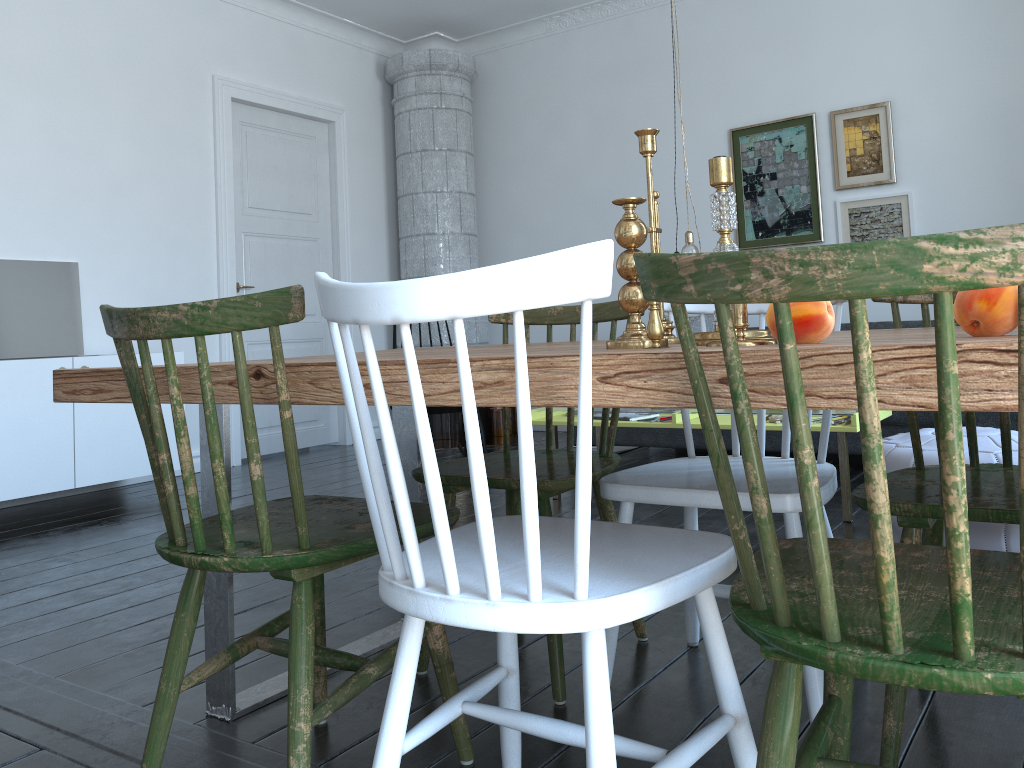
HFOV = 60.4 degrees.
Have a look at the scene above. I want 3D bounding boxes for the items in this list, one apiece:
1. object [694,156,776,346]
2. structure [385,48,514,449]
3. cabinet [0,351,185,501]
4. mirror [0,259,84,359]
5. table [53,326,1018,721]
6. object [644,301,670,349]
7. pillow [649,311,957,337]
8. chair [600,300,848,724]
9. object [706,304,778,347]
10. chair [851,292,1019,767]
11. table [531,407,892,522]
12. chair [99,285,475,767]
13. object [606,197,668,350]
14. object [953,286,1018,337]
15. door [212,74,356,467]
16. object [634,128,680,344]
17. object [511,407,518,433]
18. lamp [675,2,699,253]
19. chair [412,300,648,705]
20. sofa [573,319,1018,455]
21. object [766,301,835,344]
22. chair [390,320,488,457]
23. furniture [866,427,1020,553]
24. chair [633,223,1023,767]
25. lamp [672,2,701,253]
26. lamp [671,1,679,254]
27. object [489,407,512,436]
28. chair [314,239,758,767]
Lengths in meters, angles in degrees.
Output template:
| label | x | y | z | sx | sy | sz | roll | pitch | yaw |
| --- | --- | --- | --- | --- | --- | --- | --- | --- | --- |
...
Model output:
| label | x | y | z | sx | sy | sz | roll | pitch | yaw |
| --- | --- | --- | --- | --- | --- | --- | --- | --- | --- |
| object | 0.351 | -0.219 | 1.444 | 0.141 | 0.313 | 0.139 | -2 | -2 | -13 |
| structure | -0.523 | -1.057 | 6.582 | 0.779 | 2.908 | 1.262 | -2 | -2 | -11 |
| cabinet | -2.259 | 0.239 | 4.267 | 0.588 | 0.739 | 1.203 | -3 | 1 | 34 |
| mirror | -2.523 | -0.382 | 4.464 | 0.054 | 0.505 | 0.697 | -5 | -1 | 34 |
| table | 0.339 | 0.287 | 1.461 | 2.220 | 0.720 | 1.019 | -1 | 2 | 34 |
| object | 0.218 | -0.122 | 1.355 | 0.049 | 0.140 | 0.049 | -5 | -3 | 34 |
| pillow | 1.681 | -0.221 | 5.006 | 2.048 | 0.495 | 0.479 | 0 | 1 | 39 |
| chair | 0.468 | 0.196 | 1.846 | 0.464 | 0.847 | 0.509 | -4 | -2 | 34 |
| object | 0.337 | -0.112 | 1.306 | 0.102 | 0.115 | 0.102 | -3 | -1 | 20 |
| chair | 0.865 | 0.203 | 1.556 | 0.465 | 0.833 | 0.485 | -4 | -2 | 33 |
| table | 0.825 | 0.291 | 3.762 | 1.396 | 0.401 | 0.601 | -1 | 2 | 34 |
| chair | -0.370 | 0.266 | 1.471 | 0.465 | 0.833 | 0.485 | -4 | -2 | 33 |
| object | 0.200 | -0.181 | 1.451 | 0.100 | 0.249 | 0.100 | -1 | -3 | -32 |
| object | 0.634 | -0.104 | 1.170 | 0.091 | 0.088 | 0.083 | -3 | 0 | -29 |
| door | -1.545 | -0.767 | 6.026 | 0.115 | 2.490 | 1.168 | -5 | -3 | 34 |
| object | 0.279 | -0.280 | 1.693 | 0.113 | 0.413 | 0.113 | -3 | -3 | -4 |
| object | -0.016 | 0.223 | 6.660 | 0.172 | 0.282 | 0.176 | -4 | -2 | 34 |
| lamp | 0.727 | -1.271 | 3.804 | 0.074 | 1.507 | 0.074 | -2 | -4 | -9 |
| chair | 0.051 | 0.210 | 2.085 | 0.465 | 0.832 | 0.485 | -4 | -2 | 33 |
| sofa | 1.578 | 0.025 | 4.940 | 2.365 | 0.727 | 1.086 | -1 | 2 | 34 |
| object | 0.397 | -0.093 | 1.215 | 0.085 | 0.084 | 0.089 | -3 | 0 | -43 |
| chair | -0.459 | -0.025 | 5.055 | 0.613 | 1.011 | 0.902 | -2 | -1 | -11 |
| furniture | 1.389 | 0.349 | 2.663 | 0.608 | 0.421 | 0.616 | -2 | 1 | 29 |
| chair | 0.444 | 0.258 | 0.942 | 0.465 | 0.832 | 0.485 | -4 | -2 | 33 |
| lamp | 0.777 | -1.118 | 3.795 | 0.089 | 1.507 | 0.074 | -1 | -4 | -32 |
| lamp | 0.684 | -1.189 | 3.845 | 0.074 | 1.507 | 0.086 | -2 | -3 | -4 |
| object | -0.081 | 0.277 | 6.487 | 0.174 | 0.200 | 0.171 | -3 | -1 | 24 |
| chair | 0.026 | 0.256 | 1.182 | 0.464 | 0.847 | 0.509 | -4 | -2 | 34 |
